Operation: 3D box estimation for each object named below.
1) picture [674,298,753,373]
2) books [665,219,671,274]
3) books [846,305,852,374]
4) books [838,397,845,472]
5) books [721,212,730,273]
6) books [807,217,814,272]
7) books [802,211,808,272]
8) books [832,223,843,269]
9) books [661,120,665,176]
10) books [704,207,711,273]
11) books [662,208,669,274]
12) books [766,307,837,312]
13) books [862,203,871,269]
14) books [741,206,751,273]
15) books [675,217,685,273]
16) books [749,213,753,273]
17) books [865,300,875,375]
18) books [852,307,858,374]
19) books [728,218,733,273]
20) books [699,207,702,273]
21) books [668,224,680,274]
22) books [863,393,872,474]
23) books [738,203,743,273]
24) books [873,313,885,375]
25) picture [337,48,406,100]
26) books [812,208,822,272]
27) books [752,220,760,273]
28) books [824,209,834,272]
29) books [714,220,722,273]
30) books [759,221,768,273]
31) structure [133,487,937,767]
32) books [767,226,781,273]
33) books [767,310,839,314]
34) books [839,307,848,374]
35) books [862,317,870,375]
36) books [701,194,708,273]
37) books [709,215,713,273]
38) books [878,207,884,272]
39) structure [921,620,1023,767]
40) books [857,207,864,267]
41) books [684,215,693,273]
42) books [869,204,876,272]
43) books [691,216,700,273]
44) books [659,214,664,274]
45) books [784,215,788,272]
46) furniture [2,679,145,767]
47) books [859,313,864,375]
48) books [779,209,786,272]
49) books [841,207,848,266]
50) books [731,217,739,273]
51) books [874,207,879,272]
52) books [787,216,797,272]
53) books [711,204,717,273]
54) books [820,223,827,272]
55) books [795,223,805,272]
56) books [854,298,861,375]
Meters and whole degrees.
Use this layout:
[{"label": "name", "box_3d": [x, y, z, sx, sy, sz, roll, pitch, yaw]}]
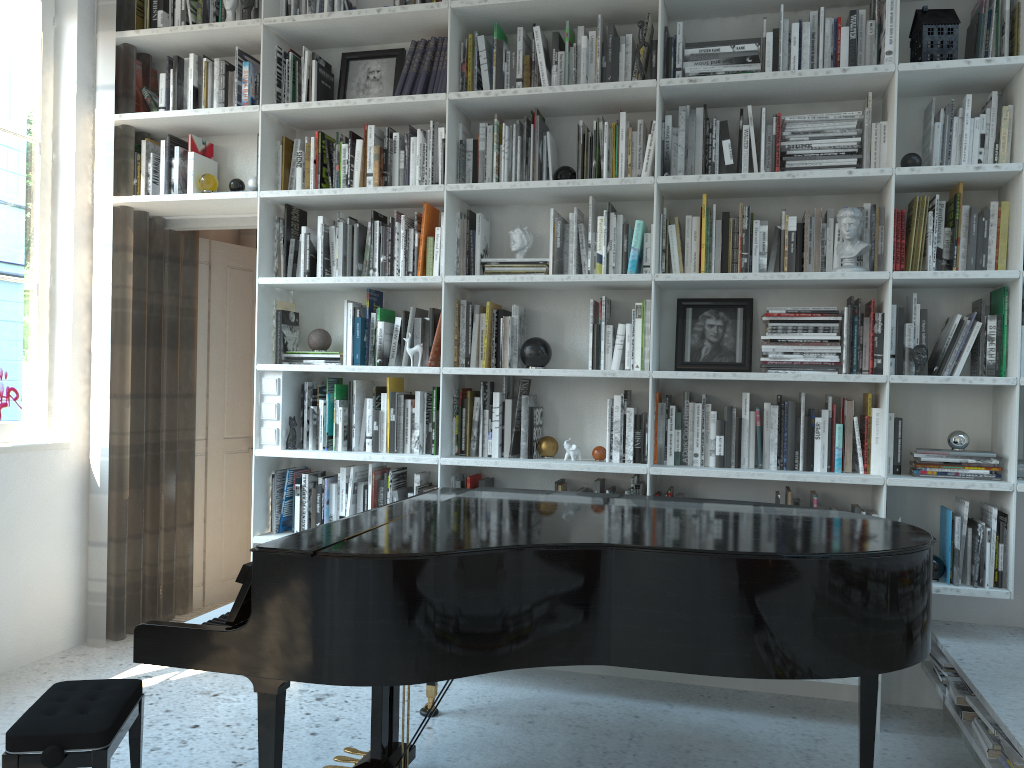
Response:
[{"label": "picture", "box_3d": [0.811, -0.196, 3.563, 0.300, 0.300, 0.077, 1, 1, 15]}, {"label": "books", "box_3d": [0.628, -0.532, 3.570, 0.011, 0.235, 0.142, 1, 0, 15]}, {"label": "books", "box_3d": [1.277, -0.163, 3.381, 0.011, 0.261, 0.184, 1, 0, 15]}, {"label": "books", "box_3d": [1.264, 0.191, 3.408, 0.010, 0.284, 0.132, 1, 1, 15]}, {"label": "books", "box_3d": [0.846, -0.540, 3.515, 0.028, 0.259, 0.134, 1, 0, 15]}, {"label": "books", "box_3d": [1.148, -0.518, 3.432, 0.025, 0.230, 0.143, 1, 0, 15]}, {"label": "books", "box_3d": [1.121, -0.526, 3.401, 0.012, 0.245, 0.186, 1, 0, 15]}, {"label": "books", "box_3d": [1.242, -0.502, 3.396, 0.035, 0.201, 0.149, 1, 0, 15]}, {"label": "books", "box_3d": [0.614, -0.911, 3.564, 0.012, 0.254, 0.161, 1, 0, 15]}, {"label": "books", "box_3d": [0.772, -0.545, 3.489, 0.015, 0.266, 0.189, 1, 0, 15]}, {"label": "books", "box_3d": [0.619, -0.556, 3.573, 0.010, 0.282, 0.140, 1, 0, 15]}, {"label": "books", "box_3d": [1.118, -0.284, 3.426, 0.254, 0.012, 0.161, 1, 0, 19]}, {"label": "books", "box_3d": [1.343, -0.538, 3.380, 0.025, 0.279, 0.108, 1, 1, 15]}, {"label": "books", "box_3d": [0.913, -0.542, 3.462, 0.028, 0.268, 0.190, 1, 0, 15]}, {"label": "books", "box_3d": [0.674, -0.535, 3.544, 0.042, 0.242, 0.162, 1, 0, 15]}, {"label": "books", "box_3d": [0.939, -0.534, 3.483, 0.011, 0.251, 0.130, 1, 0, 15]}, {"label": "books", "box_3d": [1.352, -0.171, 3.359, 0.011, 0.279, 0.186, 1, 0, 15]}, {"label": "books", "box_3d": [1.301, -0.160, 3.386, 0.013, 0.256, 0.162, 1, 0, 15]}, {"label": "books", "box_3d": [0.860, -0.524, 3.490, 0.012, 0.228, 0.169, 1, 0, 15]}, {"label": "books", "box_3d": [0.758, -0.554, 3.538, 0.010, 0.284, 0.136, 1, 0, 15]}, {"label": "books", "box_3d": [0.653, -0.519, 3.538, 0.053, 0.208, 0.156, 1, 0, 15]}, {"label": "books", "box_3d": [1.349, 0.185, 3.376, 0.011, 0.300, 0.149, 1, 0, 15]}, {"label": "books", "box_3d": [0.898, -0.551, 3.481, 0.013, 0.284, 0.176, 1, 0, 15]}, {"label": "books", "box_3d": [1.371, -0.145, 3.344, 0.034, 0.229, 0.199, 1, 0, 15]}, {"label": "picture", "box_3d": [-0.627, -1.335, 3.933, 0.300, 0.300, 0.077, 1, 1, 15]}, {"label": "books", "box_3d": [1.168, -0.532, 3.407, 0.025, 0.258, 0.150, 1, 0, 15]}, {"label": "books", "box_3d": [0.952, -0.516, 3.466, 0.024, 0.216, 0.175, 1, 0, 15]}, {"label": "books", "box_3d": [1.215, -0.531, 3.406, 0.024, 0.259, 0.126, 1, 0, 15]}, {"label": "books", "box_3d": [0.819, -0.525, 3.516, 0.024, 0.228, 0.147, 1, 0, 15]}, {"label": "books", "box_3d": [0.979, -0.514, 3.460, 0.030, 0.215, 0.168, 1, 0, 15]}, {"label": "structure", "box_3d": [0.183, 0.801, 2.523, 1.918, 0.833, 1.334, 1, 0, 15]}, {"label": "books", "box_3d": [1.020, -0.506, 3.462, 0.050, 0.199, 0.145, 1, 0, 15]}, {"label": "books", "box_3d": [1.118, -0.272, 3.428, 0.254, 0.012, 0.161, 1, 0, 12]}, {"label": "books", "box_3d": [1.266, -0.160, 3.387, 0.012, 0.254, 0.161, 1, 0, 15]}, {"label": "books", "box_3d": [1.341, -0.140, 3.380, 0.021, 0.217, 0.132, 1, 0, 15]}, {"label": "books", "box_3d": [0.759, -0.571, 3.493, 0.014, 0.317, 0.188, 1, 0, 15]}, {"label": "books", "box_3d": [0.792, -0.534, 3.517, 0.010, 0.245, 0.149, 1, 0, 15]}, {"label": "books", "box_3d": [1.393, -0.530, 3.369, 0.023, 0.265, 0.107, 1, 1, 15]}, {"label": "structure", "box_3d": [2.480, 0.945, 1.609, 2.899, 0.659, 3.112, 1, 0, 15]}, {"label": "books", "box_3d": [1.316, -0.529, 3.376, 0.025, 0.259, 0.130, 1, 0, 15]}, {"label": "books", "box_3d": [0.710, -0.537, 3.544, 0.026, 0.248, 0.139, 1, 0, 15]}, {"label": "books", "box_3d": [1.357, -0.532, 3.359, 0.014, 0.266, 0.154, 1, 0, 15]}, {"label": "books", "box_3d": [0.735, -0.532, 3.531, 0.029, 0.240, 0.155, 1, 0, 15]}, {"label": "books", "box_3d": [0.606, -0.542, 3.567, 0.012, 0.254, 0.161, 1, 0, 15]}, {"label": "books", "box_3d": [1.060, -0.522, 3.438, 0.010, 0.234, 0.175, 1, 0, 15]}, {"label": "furniture", "box_3d": [-1.146, 1.002, 2.346, 0.240, 0.353, 0.467, 1, 0, -10]}, {"label": "books", "box_3d": [1.325, -0.148, 3.386, 0.013, 0.232, 0.134, 1, 0, 15]}, {"label": "books", "box_3d": [1.049, -0.535, 3.444, 0.014, 0.258, 0.161, 1, 0, 15]}, {"label": "books", "box_3d": [1.268, -0.532, 3.398, 0.014, 0.263, 0.135, 1, 0, 15]}, {"label": "books", "box_3d": [0.880, -0.527, 3.493, 0.025, 0.236, 0.137, 1, 0, 15]}, {"label": "books", "box_3d": [1.374, -0.529, 3.367, 0.014, 0.261, 0.137, 1, 0, 15]}, {"label": "books", "box_3d": [1.075, -0.517, 3.422, 0.029, 0.224, 0.185, 1, 0, 15]}, {"label": "books", "box_3d": [0.797, -0.551, 3.497, 0.010, 0.281, 0.170, 1, 0, 15]}, {"label": "books", "box_3d": [1.194, -0.506, 3.418, 0.022, 0.206, 0.114, 1, 0, 15]}, {"label": "books", "box_3d": [1.104, -0.504, 3.417, 0.029, 0.200, 0.178, 1, 0, 15]}, {"label": "books", "box_3d": [1.313, -0.176, 3.382, 0.011, 0.288, 0.152, 1, 0, 15]}]
